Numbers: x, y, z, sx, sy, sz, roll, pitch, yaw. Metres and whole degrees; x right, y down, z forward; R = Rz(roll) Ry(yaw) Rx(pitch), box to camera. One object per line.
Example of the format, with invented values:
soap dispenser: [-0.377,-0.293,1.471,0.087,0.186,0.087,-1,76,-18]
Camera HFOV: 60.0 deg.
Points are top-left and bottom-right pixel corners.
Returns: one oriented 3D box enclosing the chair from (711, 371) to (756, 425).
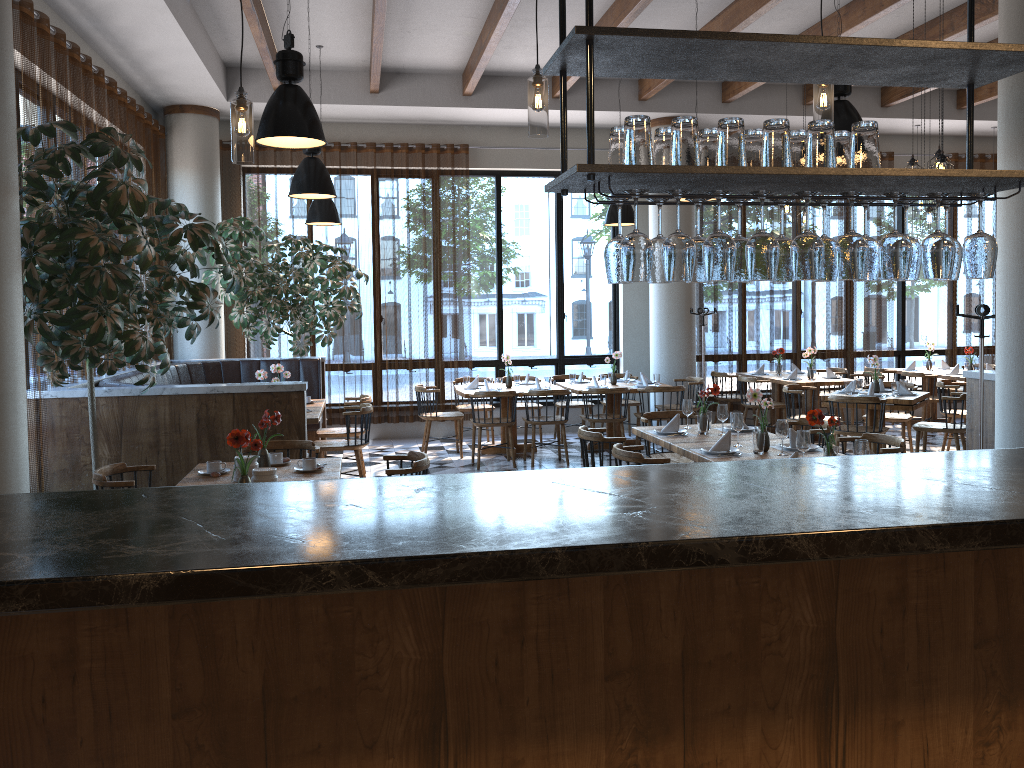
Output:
chair: [2.895,0.242,11.613,0.550,0.816,0.520,-1,3,-10]

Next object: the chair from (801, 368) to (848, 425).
chair: [4.181,0.205,11.835,0.550,0.816,0.520,-1,3,-10]

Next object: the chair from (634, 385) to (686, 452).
chair: [1.630,0.414,9.785,0.519,0.816,0.551,-1,3,-10]

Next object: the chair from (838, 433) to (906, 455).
chair: [2.207,0.752,5.662,0.550,0.816,0.520,-1,3,-10]

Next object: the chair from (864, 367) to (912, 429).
chair: [5.064,0.180,11.988,0.550,0.816,0.520,-1,3,-10]

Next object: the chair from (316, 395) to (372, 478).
chair: [-1.677,0.536,8.882,0.550,0.816,0.520,-1,3,-10]

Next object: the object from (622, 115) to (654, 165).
object: [0.299,-0.569,2.110,0.080,0.132,0.080,0,3,20]

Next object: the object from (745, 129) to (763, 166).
object: [0.626,-0.589,2.292,0.080,0.132,0.080,0,3,20]

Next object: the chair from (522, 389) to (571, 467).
chair: [0.369,0.450,9.567,0.519,0.816,0.551,-1,3,-10]

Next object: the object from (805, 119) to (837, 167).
object: [0.764,-0.582,2.190,0.080,0.132,0.080,0,3,20]

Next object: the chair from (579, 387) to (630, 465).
chair: [1.010,0.431,9.678,0.519,0.816,0.551,-1,3,-10]

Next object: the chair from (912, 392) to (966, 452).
chair: [4.199,0.478,8.590,0.550,0.816,0.520,1,4,35]

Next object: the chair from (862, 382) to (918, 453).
chair: [4.044,0.404,9.488,0.519,0.816,0.550,1,4,35]

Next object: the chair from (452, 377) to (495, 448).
chair: [-0.463,0.345,10.956,0.519,0.816,0.551,-1,3,-10]

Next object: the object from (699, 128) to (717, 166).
object: [0.510,-0.586,2.271,0.080,0.132,0.080,0,3,20]

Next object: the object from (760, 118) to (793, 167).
object: [0.647,-0.579,2.170,0.080,0.132,0.080,0,3,20]

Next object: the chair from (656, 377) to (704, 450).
chair: [2.016,0.339,10.608,0.550,0.816,0.520,-1,3,-10]

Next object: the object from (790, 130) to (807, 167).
object: [0.742,-0.592,2.312,0.080,0.132,0.080,0,3,20]

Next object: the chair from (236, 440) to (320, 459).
chair: [-1.489,0.804,5.666,0.519,0.816,0.551,-1,3,-10]

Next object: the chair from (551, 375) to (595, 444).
chair: [0.764,0.310,11.168,0.519,0.816,0.551,-1,3,-10]

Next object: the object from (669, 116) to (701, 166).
object: [0.415,-0.572,2.130,0.080,0.132,0.080,0,3,20]

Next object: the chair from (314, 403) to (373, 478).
chair: [-1.531,0.605,8.036,0.550,0.816,0.520,-1,3,-10]

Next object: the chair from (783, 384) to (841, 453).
chair: [3.146,0.430,9.333,0.550,0.816,0.520,1,4,35]

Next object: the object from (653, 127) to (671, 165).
object: [0.394,-0.582,2.251,0.080,0.132,0.080,0,3,20]

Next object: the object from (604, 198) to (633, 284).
object: [0.273,-0.362,2.239,0.081,0.215,0.081,-2,3,-18]

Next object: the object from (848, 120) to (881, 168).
object: [0.880,-0.586,2.210,0.080,0.132,0.080,0,3,20]

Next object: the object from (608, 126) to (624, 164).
object: [0.278,-0.579,2.231,0.080,0.132,0.080,0,3,20]

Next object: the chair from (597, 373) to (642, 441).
chair: [1.367,0.292,11.272,0.519,0.816,0.551,-1,3,-10]

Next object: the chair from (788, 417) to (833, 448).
chair: [2.059,0.682,6.515,0.550,0.816,0.520,-1,3,-10]

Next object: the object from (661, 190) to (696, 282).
object: [0.400,-0.354,2.126,0.081,0.215,0.081,-2,3,-18]

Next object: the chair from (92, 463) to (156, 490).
chair: [-2.030,0.871,4.961,0.550,0.816,0.520,-1,3,-10]

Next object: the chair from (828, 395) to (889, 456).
chair: [3.301,0.503,8.436,0.519,0.816,0.550,1,4,35]

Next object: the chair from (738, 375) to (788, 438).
chair: [3.039,0.310,10.783,0.550,0.816,0.520,-1,3,-10]

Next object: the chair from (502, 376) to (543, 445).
chair: [0.123,0.328,11.058,0.519,0.816,0.551,-1,3,-10]

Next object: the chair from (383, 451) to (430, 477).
chair: [-0.750,0.834,5.182,0.550,0.816,0.520,-1,3,-10]

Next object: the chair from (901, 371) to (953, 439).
chair: [5.208,0.247,11.157,0.550,0.816,0.520,-1,3,-10]

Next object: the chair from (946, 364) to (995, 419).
chair: [6.350,0.143,12.209,0.550,0.816,0.520,-1,3,-10]

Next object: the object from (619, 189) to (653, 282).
object: [0.295,-0.351,2.108,0.081,0.215,0.081,-2,3,-18]

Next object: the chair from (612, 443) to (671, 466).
chair: [0.897,0.790,5.435,0.550,0.816,0.520,-1,3,-10]

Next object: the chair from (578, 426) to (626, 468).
chair: [0.749,0.720,6.290,0.550,0.816,0.520,-1,3,-10]

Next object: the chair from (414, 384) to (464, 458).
chair: [-0.830,0.420,10.118,0.550,0.816,0.520,-1,3,-10]

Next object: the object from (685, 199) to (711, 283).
object: [0.479,-0.367,2.274,0.081,0.215,0.081,-2,3,-18]

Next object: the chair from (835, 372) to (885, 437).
chair: [4.325,0.273,11.004,0.550,0.816,0.520,-1,3,-10]

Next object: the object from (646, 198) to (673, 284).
object: [0.377,-0.365,2.257,0.081,0.215,0.081,-2,3,-18]

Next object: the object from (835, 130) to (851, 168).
object: [0.859,-0.596,2.332,0.080,0.132,0.080,0,3,20]

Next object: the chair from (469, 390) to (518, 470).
chair: [-0.199,0.466,9.469,0.519,0.816,0.551,-1,3,-10]

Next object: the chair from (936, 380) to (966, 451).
chair: [4.919,0.379,9.639,0.550,0.816,0.520,1,4,35]

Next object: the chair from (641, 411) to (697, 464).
chair: [1.309,0.650,7.028,0.519,0.816,0.551,-1,3,-10]

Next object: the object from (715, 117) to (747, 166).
object: [0.531,-0.576,2.150,0.080,0.132,0.080,0,3,20]
